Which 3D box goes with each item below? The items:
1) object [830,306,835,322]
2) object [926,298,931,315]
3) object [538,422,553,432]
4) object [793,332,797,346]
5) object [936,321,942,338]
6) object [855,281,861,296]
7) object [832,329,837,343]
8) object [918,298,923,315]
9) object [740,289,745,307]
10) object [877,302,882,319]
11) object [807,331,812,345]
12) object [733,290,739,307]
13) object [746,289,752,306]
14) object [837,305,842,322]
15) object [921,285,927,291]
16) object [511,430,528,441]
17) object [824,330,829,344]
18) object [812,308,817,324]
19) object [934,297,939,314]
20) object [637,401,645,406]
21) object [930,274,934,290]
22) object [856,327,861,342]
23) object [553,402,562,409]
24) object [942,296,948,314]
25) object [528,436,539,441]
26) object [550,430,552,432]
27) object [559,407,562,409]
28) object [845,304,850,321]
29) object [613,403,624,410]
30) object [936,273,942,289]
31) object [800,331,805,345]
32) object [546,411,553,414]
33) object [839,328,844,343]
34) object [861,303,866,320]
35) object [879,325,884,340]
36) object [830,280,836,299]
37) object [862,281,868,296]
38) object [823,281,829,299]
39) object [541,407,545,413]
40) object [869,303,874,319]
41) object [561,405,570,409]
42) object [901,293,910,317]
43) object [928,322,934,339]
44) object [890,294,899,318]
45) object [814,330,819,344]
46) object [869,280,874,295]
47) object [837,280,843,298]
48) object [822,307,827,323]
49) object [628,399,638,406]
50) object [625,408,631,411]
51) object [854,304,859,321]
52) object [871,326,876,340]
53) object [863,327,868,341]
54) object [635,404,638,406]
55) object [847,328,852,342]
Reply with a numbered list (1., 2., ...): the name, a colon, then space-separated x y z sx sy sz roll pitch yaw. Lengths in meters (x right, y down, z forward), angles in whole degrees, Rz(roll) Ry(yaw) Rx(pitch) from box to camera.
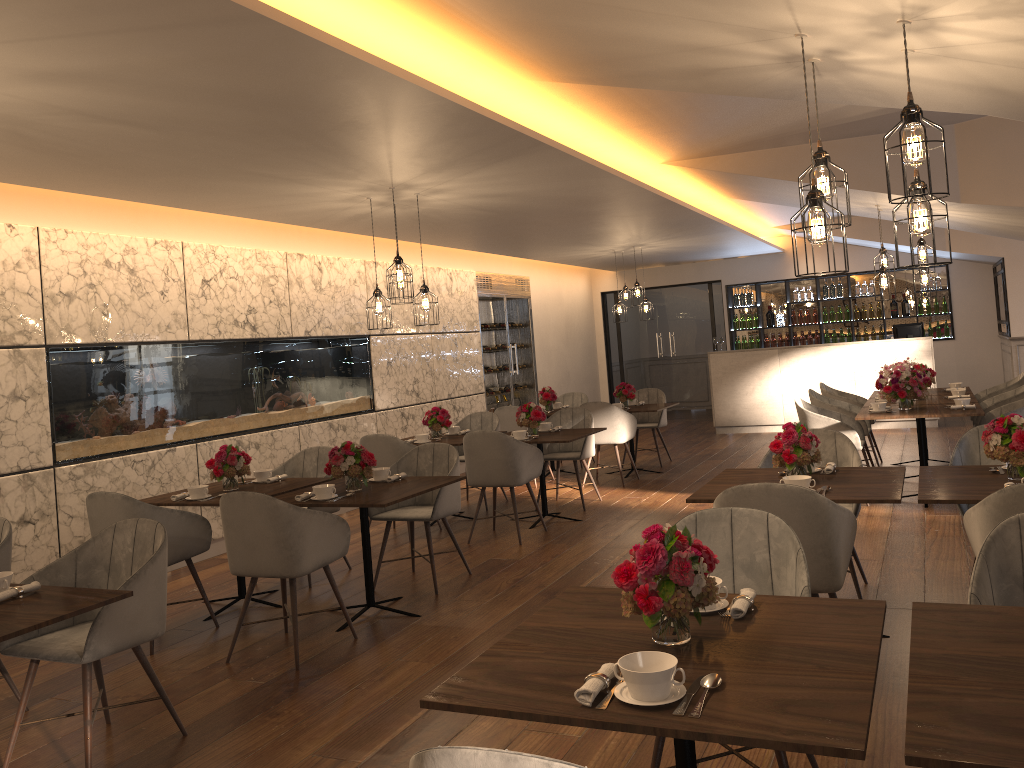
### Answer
1. object: 5.038 -1.102 13.939 0.065 0.264 0.066 -5 -1 4
2. object: 6.281 -1.175 13.355 0.065 0.262 0.066 -5 -1 4
3. object: 0.288 0.379 7.751 0.148 0.072 0.148 -5 2 -22
4. object: 4.531 -0.707 14.184 0.065 0.262 0.066 -5 -1 4
5. object: 6.409 -0.819 13.301 0.065 0.262 0.066 -5 -1 4
6. object: 5.367 -1.477 13.744 0.070 0.236 0.041 -5 -1 25
7. object: 5.067 -0.739 13.932 0.065 0.262 0.066 -5 -1 4
8. object: 6.181 -1.170 13.402 0.065 0.264 0.066 -5 -1 4
9. object: 3.771 -1.420 14.494 0.075 0.310 0.075 -4 -1 -22
10. object: 5.657 -1.138 13.648 0.065 0.262 0.066 -5 -1 4
11. object: 4.731 -0.719 14.090 0.065 0.262 0.066 -5 -1 4
12. object: 3.677 -1.414 14.538 0.075 0.310 0.075 -4 -1 -40
13. object: 3.865 -1.426 14.450 0.075 0.310 0.075 -4 -1 -18
14. object: 5.138 -1.108 13.892 0.065 0.264 0.066 -5 -1 4
15. object: 6.208 -1.528 13.348 0.070 0.236 0.041 -5 -1 25
16. object: 0.062 0.419 7.185 0.148 0.072 0.148 -5 2 -22
17. object: 4.967 -0.733 13.979 0.065 0.262 0.066 -5 -1 4
18. object: 4.802 -1.087 14.050 0.065 0.262 0.066 -5 -1 4
19. object: 6.380 -1.181 13.308 0.065 0.262 0.066 -5 -1 4
20. object: 1.453 0.218 9.965 0.056 0.039 0.176 -4 2 25
21. object: 6.299 -1.533 13.306 0.070 0.236 0.041 -5 -1 25
22. object: 5.386 -0.758 13.782 0.065 0.262 0.066 -5 -1 4
23. object: 0.520 0.257 10.403 0.148 0.072 0.148 -6 2 -42
24. object: 6.480 -1.187 13.261 0.065 0.262 0.066 -5 -1 4
25. object: 0.175 0.440 7.154 0.043 0.015 0.197 -4 2 22
26. object: 0.358 0.399 7.709 0.025 0.024 0.193 -4 2 25
27. object: 0.590 0.278 10.361 0.025 0.024 0.193 -4 2 25
28. object: 5.238 -1.114 13.845 0.065 0.264 0.066 -5 -1 4
29. object: 1.123 0.247 9.447 0.148 0.072 0.148 -5 2 -22
30. object: 6.390 -1.539 13.263 0.070 0.236 0.041 -5 -1 25
31. object: 4.631 -0.713 14.137 0.065 0.262 0.066 -5 -1 4
32. object: 0.400 0.319 9.809 0.043 0.015 0.197 -3 2 29
33. object: 5.166 -0.745 13.885 0.065 0.262 0.066 -5 -1 4
34. object: 5.458 -1.126 13.742 0.065 0.262 0.066 -5 -1 4
35. object: 5.685 -0.776 13.641 0.065 0.262 0.066 -5 -1 4
36. object: 5.031 -1.496 13.901 0.075 0.310 0.075 -5 -1 36
37. object: 5.458 -1.483 13.702 0.070 0.236 0.041 -5 -1 25
38. object: 4.937 -1.490 13.945 0.075 0.310 0.075 -4 -1 -32
39. object: 0.294 0.297 9.837 0.148 0.072 0.148 -5 2 -22
40. object: 5.557 -1.132 13.695 0.065 0.262 0.066 -5 -1 4
41. object: 0.624 0.268 10.355 0.056 0.039 0.176 -4 2 25
42. object: 5.979 -1.206 13.467 0.104 0.359 0.103 -4 -1 -37
43. object: 6.309 -0.813 13.348 0.065 0.262 0.066 -5 -1 4
44. object: 5.840 -1.196 13.537 0.104 0.360 0.103 -4 -1 -13
45. object: 4.831 -0.725 14.043 0.065 0.262 0.066 -5 -1 4
46. object: 5.548 -1.488 13.659 0.070 0.236 0.041 -5 -1 25
47. object: 5.125 -1.501 13.857 0.075 0.310 0.075 -5 -1 36
48. object: 4.939 -1.095 13.986 0.065 0.262 0.066 -5 -1 4
49. object: 1.349 0.208 10.013 0.148 0.072 0.148 -6 2 -42
50. object: 1.236 0.269 9.416 0.043 0.015 0.197 -4 2 22
51. object: 5.358 -1.120 13.789 0.065 0.262 0.066 -5 -1 4
52. object: 5.586 -0.770 13.688 0.065 0.262 0.066 -5 -1 4
53. object: 5.486 -0.764 13.735 0.065 0.262 0.066 -5 -1 4
54. object: 1.419 0.228 9.971 0.025 0.024 0.193 -4 2 25
55. object: 5.266 -0.751 13.838 0.065 0.262 0.066 -5 -1 4
